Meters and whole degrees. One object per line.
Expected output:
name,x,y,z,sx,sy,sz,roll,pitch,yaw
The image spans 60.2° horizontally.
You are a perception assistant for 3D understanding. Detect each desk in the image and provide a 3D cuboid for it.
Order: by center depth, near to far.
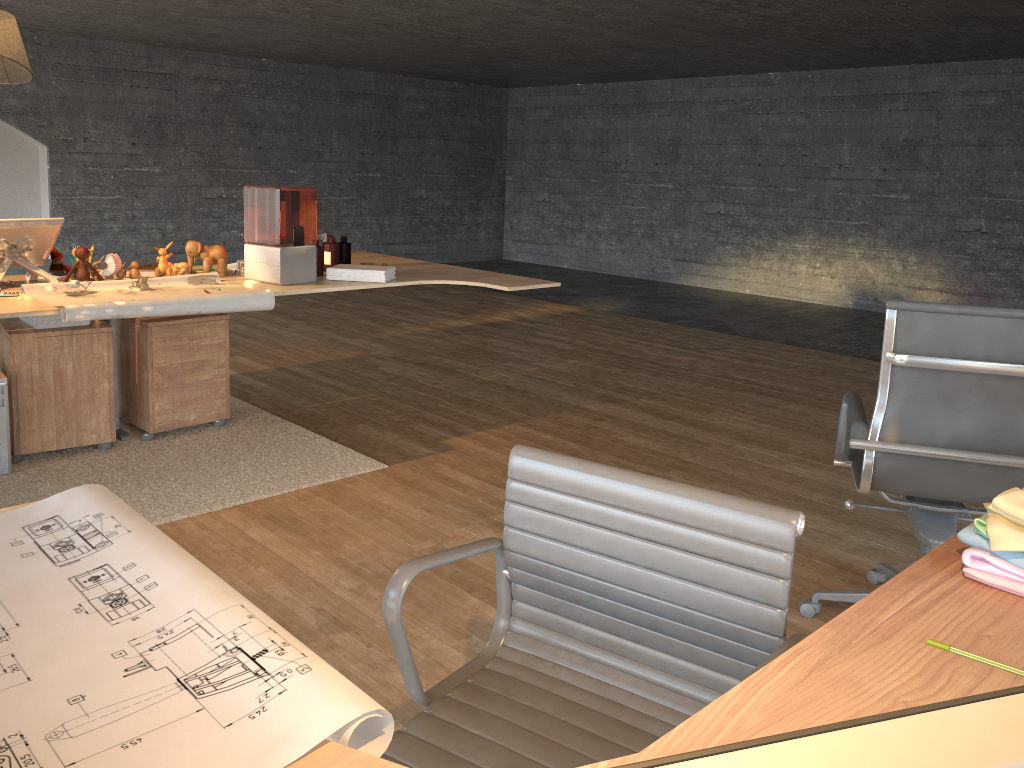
desk,0.643,0.551,1.782,3.532,0.727,1.653,-10,18,-42
desk,-1.677,-0.114,4.180,3.494,0.727,3.294,-11,18,-43

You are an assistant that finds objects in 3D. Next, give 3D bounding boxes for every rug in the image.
rug,-1.891,0.363,3.700,2.216,0.005,1.618,-11,19,-43

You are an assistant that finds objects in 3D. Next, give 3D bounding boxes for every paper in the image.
paper,-0.620,0.325,1.058,0.585,0.112,0.860,-11,18,-42
paper,-1.543,-0.370,3.771,0.857,0.112,0.588,-11,19,-43

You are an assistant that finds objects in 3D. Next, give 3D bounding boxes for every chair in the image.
chair,0.092,0.607,1.221,0.657,0.846,0.692,9,12,32
chair,1.208,0.245,2.541,0.654,1.000,0.694,5,11,15

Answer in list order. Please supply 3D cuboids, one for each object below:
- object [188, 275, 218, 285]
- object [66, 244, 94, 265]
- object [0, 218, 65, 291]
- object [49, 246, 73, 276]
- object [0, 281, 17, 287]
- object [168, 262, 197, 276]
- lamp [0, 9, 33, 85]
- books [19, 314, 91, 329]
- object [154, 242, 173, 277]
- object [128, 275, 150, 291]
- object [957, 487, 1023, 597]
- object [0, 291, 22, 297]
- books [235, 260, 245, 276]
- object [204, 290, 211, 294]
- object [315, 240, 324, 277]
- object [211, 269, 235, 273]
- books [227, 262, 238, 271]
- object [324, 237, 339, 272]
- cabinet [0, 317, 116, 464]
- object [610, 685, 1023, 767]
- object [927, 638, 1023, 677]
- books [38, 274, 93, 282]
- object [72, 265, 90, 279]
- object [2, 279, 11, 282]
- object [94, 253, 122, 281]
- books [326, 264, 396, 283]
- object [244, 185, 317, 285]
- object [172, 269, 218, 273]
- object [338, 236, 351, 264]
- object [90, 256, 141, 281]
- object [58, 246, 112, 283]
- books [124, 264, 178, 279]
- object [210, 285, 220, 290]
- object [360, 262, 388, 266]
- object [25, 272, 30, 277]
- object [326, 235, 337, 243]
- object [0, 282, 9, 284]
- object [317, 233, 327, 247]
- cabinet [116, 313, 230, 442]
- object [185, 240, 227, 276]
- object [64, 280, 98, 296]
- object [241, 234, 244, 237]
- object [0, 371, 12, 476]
object,-1.438,-0.485,4.111,0.134,0.041,0.022,0,10,-7
object,-1.953,-0.548,4.010,0.105,0.173,0.101,8,12,32
object,-2.183,-0.575,3.847,0.288,0.295,0.399,10,14,36
object,-2.091,-0.568,4.091,0.104,0.141,0.106,6,11,19
object,-2.218,-0.438,3.847,0.107,0.024,0.098,-6,15,-29
object,-1.628,-0.563,4.327,0.144,0.080,0.184,-1,13,-14
lamp,-2.306,0.080,0.805,0.386,1.900,6.349,2,13,2
books,-2.046,-0.330,3.943,0.221,0.108,0.313,-9,17,-41
object,-1.644,-0.581,4.171,0.084,0.186,0.095,-1,10,-20
object,-1.645,-0.445,3.890,0.049,0.055,0.131,-8,16,-42
object,0.823,0.231,1.316,0.254,0.128,0.258,-9,17,-40
object,-2.084,-0.374,3.604,0.138,0.022,0.111,-4,15,-23
books,-1.295,-0.597,4.538,0.230,0.068,0.180,-8,16,-35
object,-1.330,-0.402,3.857,0.012,0.009,0.127,-5,15,-30
object,-1.008,-0.648,4.534,0.079,0.184,0.080,-3,10,-26
object,-1.530,-0.587,4.578,0.128,0.013,0.144,7,14,19
books,-1.383,-0.647,4.781,0.319,0.044,0.311,-9,17,-38
object,-0.966,-0.695,4.735,0.079,0.184,0.080,-3,10,-26
cabinet,-2.073,0.003,3.984,0.427,0.563,0.479,-6,13,-36
object,0.127,0.309,0.365,0.470,0.385,0.290,-2,11,-19
object,0.589,0.342,1.083,0.148,0.007,0.008,13,16,38
books,-2.076,-0.510,4.185,0.332,0.012,0.217,11,16,32
object,-1.959,-0.501,4.016,0.077,0.081,0.078,-3,12,-25
object,-2.307,-0.472,4.009,0.148,0.007,0.008,13,16,38
object,-1.850,-0.531,4.050,0.099,0.133,0.157,0,12,-9
books,-0.763,-0.564,4.481,0.309,0.057,0.225,4,13,7
object,-1.122,-0.727,4.276,0.272,0.451,0.224,9,12,35
object,-1.643,-0.584,4.563,0.250,0.009,0.110,-7,16,-32
object,-0.915,-0.709,4.800,0.080,0.184,0.080,-5,12,-36
object,-1.855,-0.543,4.131,0.216,0.118,0.075,-4,11,-25
object,-1.914,-0.528,3.943,0.225,0.175,0.095,-1,10,-16
books,-1.783,-0.557,4.333,0.260,0.053,0.296,1,14,-3
object,-1.345,-0.436,3.999,0.008,0.007,0.149,-6,16,-34
object,-0.739,-0.617,4.724,0.147,0.054,0.149,7,14,22
object,-2.272,-0.571,4.162,0.046,0.129,0.046,10,12,40
object,-1.001,-0.724,4.847,0.080,0.184,0.080,-5,12,-36
object,-2.282,-0.452,3.927,0.125,0.009,0.012,4,12,9
object,-1.050,-0.716,4.768,0.099,0.211,0.095,11,13,43
cabinet,-1.683,-0.067,4.325,0.430,0.563,0.430,12,14,43
object,-1.529,-0.630,4.418,0.198,0.174,0.132,-2,11,-20
object,-1.805,-0.409,3.708,0.054,0.063,0.162,4,13,12
object,-1.314,-0.724,4.548,0.152,0.100,0.077,-1,11,-14
object,-2.275,0.139,3.722,0.201,0.405,0.486,-6,14,-38
